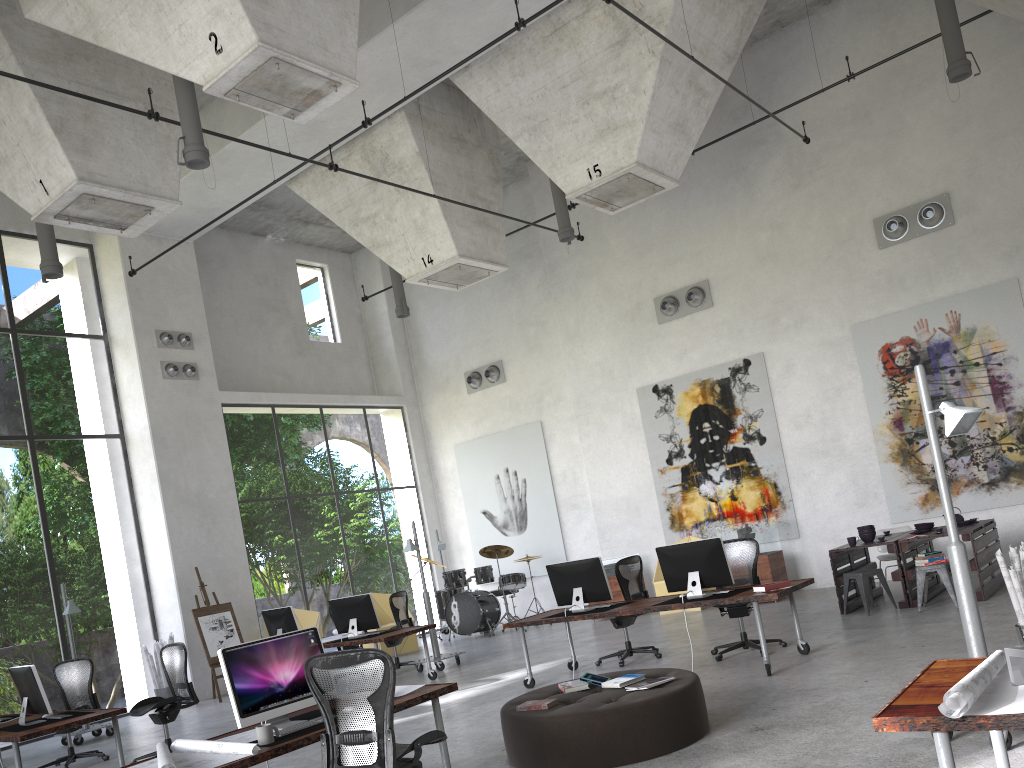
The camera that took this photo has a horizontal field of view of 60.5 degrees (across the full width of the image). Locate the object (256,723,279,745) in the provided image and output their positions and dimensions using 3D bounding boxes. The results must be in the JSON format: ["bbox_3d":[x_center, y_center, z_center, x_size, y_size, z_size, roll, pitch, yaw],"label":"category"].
[{"bbox_3d":[-1.366,1.959,4.923,0.122,0.099,0.089,-7,-7,-24],"label":"object"}]

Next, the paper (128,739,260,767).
[{"bbox_3d":[-1.947,2.009,4.550,0.993,0.104,1.072,-18,-13,36],"label":"paper"}]

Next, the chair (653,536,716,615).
[{"bbox_3d":[2.824,3.093,14.322,0.995,1.160,0.930,-15,-7,35],"label":"chair"}]

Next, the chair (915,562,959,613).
[{"bbox_3d":[4.716,2.242,9.754,0.426,0.485,0.436,-14,-7,32],"label":"chair"}]

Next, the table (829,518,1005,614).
[{"bbox_3d":[4.980,2.227,10.754,1.628,0.788,1.500,-17,-11,37],"label":"table"}]

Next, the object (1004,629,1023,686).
[{"bbox_3d":[2.013,0.810,3.034,0.359,0.517,0.502,-9,-6,-17],"label":"object"}]

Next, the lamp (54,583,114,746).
[{"bbox_3d":[-5.891,3.750,11.842,0.605,2.136,0.575,-13,-4,37],"label":"lamp"}]

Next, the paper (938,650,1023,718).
[{"bbox_3d":[2.112,0.979,3.022,1.092,0.104,0.974,-17,-12,32],"label":"paper"}]

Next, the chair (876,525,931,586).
[{"bbox_3d":[5.338,2.394,12.094,0.701,0.812,0.773,-13,-7,22],"label":"chair"}]

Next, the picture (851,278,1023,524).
[{"bbox_3d":[6.221,0.322,12.436,2.254,2.996,0.020,-15,-4,37],"label":"picture"}]

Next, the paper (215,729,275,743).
[{"bbox_3d":[-1.549,2.105,5.270,0.482,0.001,0.437,-1,-14,-42],"label":"paper"}]

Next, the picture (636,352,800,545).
[{"bbox_3d":[3.373,1.261,14.692,2.393,2.996,0.020,-15,-4,37],"label":"picture"}]

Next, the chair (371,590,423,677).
[{"bbox_3d":[-1.794,3.710,13.101,0.793,1.175,0.778,-11,-5,1],"label":"chair"}]

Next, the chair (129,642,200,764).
[{"bbox_3d":[-3.637,3.338,9.185,0.780,1.175,0.791,-13,-5,26],"label":"chair"}]

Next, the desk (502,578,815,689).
[{"bbox_3d":[1.450,2.588,8.956,3.183,0.718,0.970,-18,-10,37],"label":"desk"}]

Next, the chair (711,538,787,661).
[{"bbox_3d":[2.380,2.222,9.185,0.772,1.175,0.798,-11,-5,6],"label":"chair"}]

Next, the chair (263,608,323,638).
[{"bbox_3d":[-3.708,4.412,14.912,0.978,1.160,0.946,-10,-6,-4],"label":"chair"}]

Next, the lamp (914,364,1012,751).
[{"bbox_3d":[2.521,0.941,4.981,0.574,2.136,0.606,-9,-3,-28],"label":"lamp"}]

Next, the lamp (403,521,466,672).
[{"bbox_3d":[-1.237,3.027,12.616,0.588,2.136,0.592,-13,-4,37],"label":"lamp"}]

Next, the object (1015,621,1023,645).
[{"bbox_3d":[4.041,1.902,6.655,0.396,0.296,0.299,-9,-6,-9],"label":"object"}]

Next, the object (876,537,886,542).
[{"bbox_3d":[4.417,1.855,10.498,0.118,0.056,0.138,-14,-10,22],"label":"object"}]

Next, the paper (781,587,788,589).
[{"bbox_3d":[2.403,1.888,8.097,0.293,0.001,0.211,-14,-11,19],"label":"paper"}]

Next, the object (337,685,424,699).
[{"bbox_3d":[-0.891,2.038,5.828,0.443,0.085,0.468,-19,-13,40],"label":"object"}]

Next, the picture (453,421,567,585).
[{"bbox_3d":[-0.068,2.497,17.975,2.376,2.996,0.020,-15,-4,37],"label":"picture"}]

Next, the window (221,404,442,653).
[{"bbox_3d":[-3.307,2.803,17.084,0.020,4.851,4.541,-12,-6,37],"label":"window"}]

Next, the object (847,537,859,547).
[{"bbox_3d":[4.122,1.902,10.604,0.131,0.108,0.100,-14,-7,28],"label":"object"}]

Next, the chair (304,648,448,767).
[{"bbox_3d":[-0.707,1.992,4.786,0.774,1.175,0.797,-11,-5,11],"label":"chair"}]

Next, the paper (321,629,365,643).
[{"bbox_3d":[-2.666,3.535,12.205,1.069,0.104,0.996,-1,-14,-42],"label":"paper"}]

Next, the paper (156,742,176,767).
[{"bbox_3d":[-2.114,2.013,4.382,0.887,0.102,1.968,-8,-10,-14],"label":"paper"}]

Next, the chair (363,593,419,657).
[{"bbox_3d":[-2.289,4.324,15.871,0.971,1.160,0.952,-7,-7,-33],"label":"chair"}]

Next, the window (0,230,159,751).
[{"bbox_3d":[-8.188,1.390,12.311,0.068,7.786,5.931,-12,-5,37],"label":"window"}]

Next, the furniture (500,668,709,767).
[{"bbox_3d":[0.676,2.463,6.513,1.535,0.424,1.502,-18,-12,38],"label":"furniture"}]

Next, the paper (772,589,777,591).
[{"bbox_3d":[2.410,1.888,8.103,0.288,0.001,0.215,-3,-12,-35],"label":"paper"}]

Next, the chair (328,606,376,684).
[{"bbox_3d":[-2.436,3.868,13.315,0.766,1.175,0.805,-9,-5,-14],"label":"chair"}]

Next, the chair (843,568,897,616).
[{"bbox_3d":[4.194,2.456,10.397,0.417,0.485,0.445,-9,-6,-18],"label":"chair"}]

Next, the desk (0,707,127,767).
[{"bbox_3d":[-5.024,3.751,8.753,3.185,0.718,0.960,-18,-10,37],"label":"desk"}]

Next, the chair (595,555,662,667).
[{"bbox_3d":[1.254,2.601,10.116,0.800,1.175,0.771,-12,-5,21],"label":"chair"}]

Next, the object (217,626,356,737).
[{"bbox_3d":[-1.356,1.797,5.327,0.383,0.548,0.711,-14,-8,38],"label":"object"}]

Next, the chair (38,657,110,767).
[{"bbox_3d":[-5.023,3.733,9.942,0.771,1.175,0.800,-11,-5,1],"label":"chair"}]

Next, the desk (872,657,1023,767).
[{"bbox_3d":[2.833,1.157,2.513,3.183,0.718,0.970,-18,-10,37],"label":"desk"}]

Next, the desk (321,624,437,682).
[{"bbox_3d":[-2.413,3.868,12.049,3.183,0.718,0.970,-18,-10,37],"label":"desk"}]

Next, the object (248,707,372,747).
[{"bbox_3d":[-1.304,2.073,5.312,0.700,0.008,0.845,-18,-13,38],"label":"object"}]

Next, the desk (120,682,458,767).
[{"bbox_3d":[-1.625,2.420,4.910,0.990,0.717,3.119,-16,-11,36],"label":"desk"}]
